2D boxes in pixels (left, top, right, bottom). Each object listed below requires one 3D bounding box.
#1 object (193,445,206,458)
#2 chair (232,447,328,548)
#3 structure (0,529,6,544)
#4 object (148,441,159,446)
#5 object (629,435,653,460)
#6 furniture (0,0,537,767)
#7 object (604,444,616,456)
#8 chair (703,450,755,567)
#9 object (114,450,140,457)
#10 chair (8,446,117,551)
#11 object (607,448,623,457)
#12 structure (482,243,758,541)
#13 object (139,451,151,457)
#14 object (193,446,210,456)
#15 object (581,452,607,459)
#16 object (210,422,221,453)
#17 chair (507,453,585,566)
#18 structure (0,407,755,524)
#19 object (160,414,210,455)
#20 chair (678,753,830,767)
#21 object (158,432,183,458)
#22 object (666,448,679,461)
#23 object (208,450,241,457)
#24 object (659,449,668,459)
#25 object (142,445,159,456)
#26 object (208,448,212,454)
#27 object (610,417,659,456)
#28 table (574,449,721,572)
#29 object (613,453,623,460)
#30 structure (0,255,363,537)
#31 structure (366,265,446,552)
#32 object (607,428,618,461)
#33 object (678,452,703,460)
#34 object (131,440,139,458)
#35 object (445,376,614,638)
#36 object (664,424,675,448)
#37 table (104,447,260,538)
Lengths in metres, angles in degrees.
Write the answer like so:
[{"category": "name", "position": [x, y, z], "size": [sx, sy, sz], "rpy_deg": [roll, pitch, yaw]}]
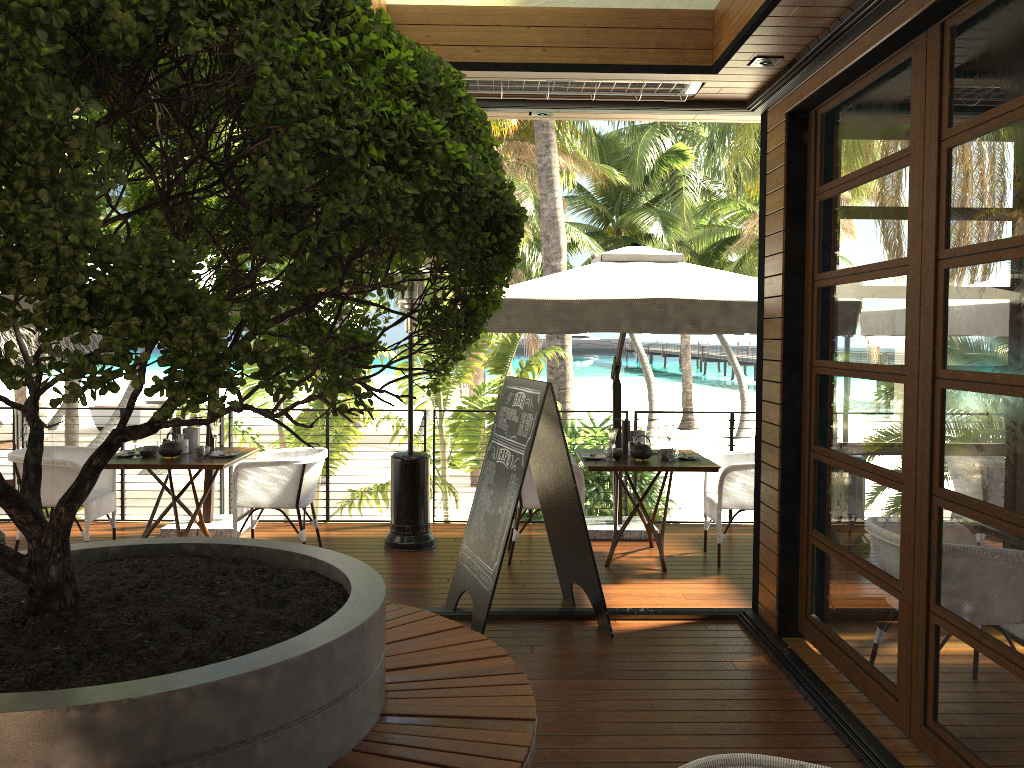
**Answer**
[{"category": "object", "position": [-2.222, 0.484, 6.300], "size": [0.086, 0.086, 0.086], "rpy_deg": [1, 3, 3]}, {"category": "chair", "position": [-1.664, 0.879, 6.457], "size": [0.617, 0.787, 0.628], "rpy_deg": [0, 2, 0]}, {"category": "structure", "position": [-4.112, 0.136, 6.777], "size": [0.699, 2.191, 0.700], "rpy_deg": [0, 2, -14]}, {"category": "object", "position": [-2.645, 0.467, 6.538], "size": [0.086, 0.086, 0.086], "rpy_deg": [1, 3, 3]}, {"category": "object", "position": [0.937, 0.457, 6.420], "size": [0.163, 0.179, 0.168], "rpy_deg": [0, 3, -3]}, {"category": "furniture", "position": [-1.256, 0.150, 2.560], "size": [2.720, 2.721, 2.571], "rpy_deg": [-1, 3, -36]}, {"category": "object", "position": [0.733, 0.491, 6.617], "size": [0.086, 0.086, 0.086], "rpy_deg": [1, 3, 3]}, {"category": "chair", "position": [1.766, 0.903, 6.538], "size": [0.617, 0.787, 0.628], "rpy_deg": [0, 2, 0]}, {"category": "object", "position": [-2.778, 0.506, 6.378], "size": [0.170, 0.025, 0.295], "rpy_deg": [0, 3, -1]}, {"category": "chair", "position": [-3.276, 0.867, 6.444], "size": [0.617, 0.787, 0.628], "rpy_deg": [0, 2, 0]}, {"category": "object", "position": [0.756, 0.508, 6.508], "size": [0.116, 0.065, 0.116], "rpy_deg": [1, 3, 3]}, {"category": "structure", "position": [0.909, 0.123, 6.599], "size": [2.413, 2.331, 2.415], "rpy_deg": [0, 3, -1]}, {"category": "object", "position": [-2.619, 0.501, 6.331], "size": [0.080, 0.042, 0.080], "rpy_deg": [-2, 4, -40]}, {"category": "object", "position": [-2.241, 0.489, 6.410], "size": [0.116, 0.065, 0.116], "rpy_deg": [0, 3, -3]}, {"category": "object", "position": [0.601, 0.530, 6.458], "size": [0.170, 0.025, 0.295], "rpy_deg": [0, 3, -1]}, {"category": "object", "position": [-2.201, 0.396, 6.573], "size": [0.082, 0.227, 0.082], "rpy_deg": [0, 2, 0]}, {"category": "chair", "position": [0.212, 0.891, 6.526], "size": [0.617, 0.787, 0.628], "rpy_deg": [0, 2, 0]}, {"category": "structure", "position": [-6.852, 0.756, 7.549], "size": [26.266, 1.152, 0.163], "rpy_deg": [0, 2, -1]}, {"category": "object", "position": [-2.449, 0.376, 6.637], "size": [0.263, 0.264, 0.263], "rpy_deg": [3, 4, 44]}, {"category": "chair", "position": [0.491, 1.167, 1.512], "size": [0.627, 0.787, 0.617], "rpy_deg": [2, 3, 30]}, {"category": "object", "position": [-2.444, 0.433, 6.338], "size": [0.168, 0.179, 0.163], "rpy_deg": [0, 3, 1]}, {"category": "object", "position": [1.157, 0.508, 6.380], "size": [0.086, 0.086, 0.086], "rpy_deg": [1, 3, 3]}, {"category": "object", "position": [-2.085, 0.507, 6.463], "size": [0.170, 0.025, 0.295], "rpy_deg": [0, 3, -1]}, {"category": "object", "position": [1.137, 0.512, 6.490], "size": [0.116, 0.065, 0.116], "rpy_deg": [1, 3, 3]}, {"category": "object", "position": [-2.622, 0.484, 6.429], "size": [0.116, 0.065, 0.116], "rpy_deg": [0, 3, -3]}, {"category": "object", "position": [-2.245, 0.495, 6.510], "size": [0.080, 0.042, 0.080], "rpy_deg": [-2, 4, -40]}, {"category": "object", "position": [0.930, 0.399, 6.717], "size": [0.263, 0.264, 0.263], "rpy_deg": [3, 4, 44]}, {"category": "table", "position": [0.961, 0.914, 6.549], "size": [0.931, 0.749, 0.932], "rpy_deg": [0, 3, -1]}, {"category": "object", "position": [0.760, 0.525, 6.411], "size": [0.080, 0.042, 0.080], "rpy_deg": [0, 3, -10]}, {"category": "structure", "position": [-2.467, 0.100, 6.519], "size": [2.413, 2.331, 2.415], "rpy_deg": [0, 3, -1]}, {"category": "structure", "position": [-0.783, 0.160, 6.855], "size": [0.699, 2.191, 0.700], "rpy_deg": [0, 2, -14]}, {"category": "object", "position": [0.717, 0.433, 6.339], "size": [0.082, 0.227, 0.082], "rpy_deg": [0, 2, 0]}, {"category": "object", "position": [1.293, 0.531, 6.542], "size": [0.170, 0.025, 0.295], "rpy_deg": [0, 3, -1]}, {"category": "object", "position": [-2.661, 0.409, 6.259], "size": [0.082, 0.227, 0.082], "rpy_deg": [0, 2, -12]}, {"category": "object", "position": [0.081, 0.667, 5.061], "size": [0.771, 1.396, 0.769], "rpy_deg": [0, 2, -17]}, {"category": "object", "position": [1.178, 0.420, 6.653], "size": [0.082, 0.227, 0.082], "rpy_deg": [0, 2, 0]}, {"category": "table", "position": [-2.424, 0.891, 6.470], "size": [0.931, 0.749, 0.932], "rpy_deg": [0, 3, -1]}]
